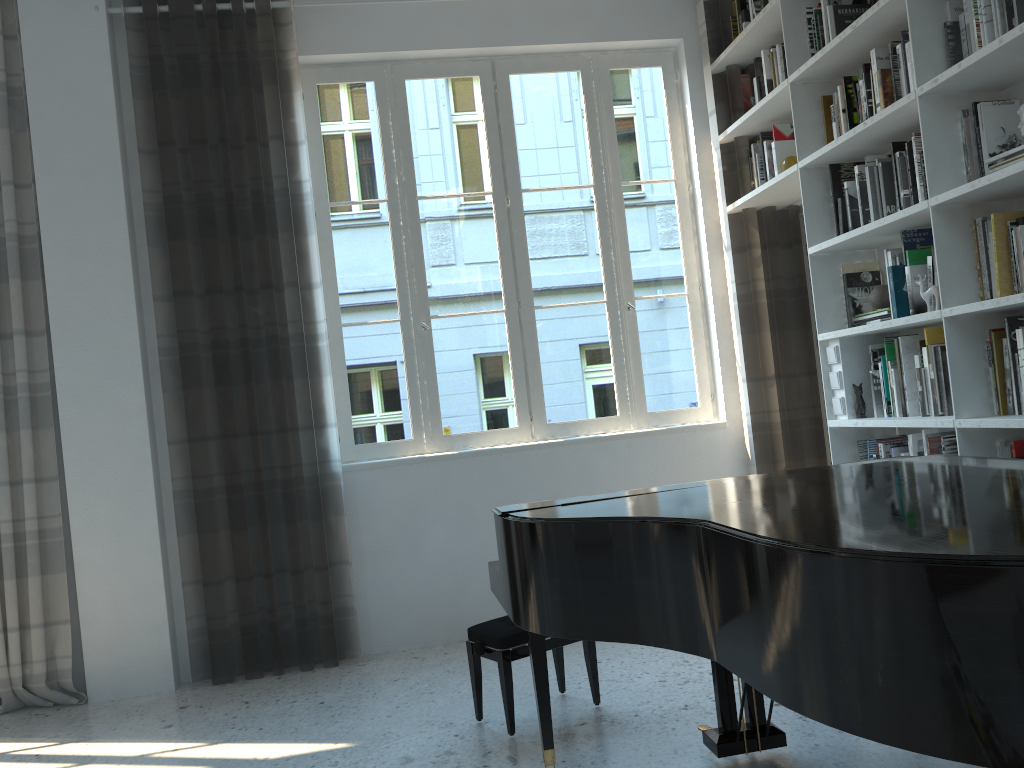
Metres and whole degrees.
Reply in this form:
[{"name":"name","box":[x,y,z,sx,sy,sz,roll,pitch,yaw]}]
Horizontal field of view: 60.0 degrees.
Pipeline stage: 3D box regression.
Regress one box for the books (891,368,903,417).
[{"name":"books","box":[1.566,0.025,3.436,0.183,0.189,0.016,-6,-1,-9]}]

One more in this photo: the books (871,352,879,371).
[{"name":"books","box":[1.548,-0.006,3.580,0.176,0.264,0.007,-6,-1,-9]}]

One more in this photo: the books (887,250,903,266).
[{"name":"books","box":[1.539,-0.383,3.426,0.150,0.273,0.024,-6,-1,-9]}]

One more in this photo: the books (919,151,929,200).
[{"name":"books","box":[1.549,-0.732,3.183,0.160,0.217,0.012,-6,-1,-9]}]

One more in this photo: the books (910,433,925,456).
[{"name":"books","box":[1.613,0.335,3.391,0.172,0.307,0.039,-6,-1,-9]}]

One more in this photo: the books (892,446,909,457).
[{"name":"books","box":[1.593,0.367,3.492,0.177,0.252,0.010,-6,-1,-9]}]

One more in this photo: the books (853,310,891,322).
[{"name":"books","box":[1.527,-0.282,3.597,0.159,0.012,0.285,-6,-2,-5]}]

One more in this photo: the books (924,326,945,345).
[{"name":"books","box":[1.602,-0.052,3.228,0.171,0.323,0.021,-6,-1,-9]}]

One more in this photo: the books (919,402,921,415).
[{"name":"books","box":[1.607,-0.002,3.355,0.138,0.230,0.045,-6,-1,-9]}]

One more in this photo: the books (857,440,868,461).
[{"name":"books","box":[1.554,0.366,3.726,0.189,0.277,0.011,-6,-1,-9]}]

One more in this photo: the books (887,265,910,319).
[{"name":"books","box":[1.530,-0.351,3.365,0.189,0.208,0.029,-6,-1,-9]}]

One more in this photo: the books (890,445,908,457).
[{"name":"books","box":[1.596,0.365,3.505,0.189,0.257,0.013,-6,-1,-9]}]

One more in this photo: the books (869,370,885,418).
[{"name":"books","box":[1.538,0.032,3.564,0.193,0.189,0.019,-6,-1,-9]}]

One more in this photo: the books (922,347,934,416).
[{"name":"books","box":[1.605,-0.017,3.249,0.176,0.254,0.026,-6,-1,-9]}]

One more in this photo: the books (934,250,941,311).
[{"name":"books","box":[1.580,-0.386,3.153,0.158,0.255,0.060,-6,-1,-9]}]

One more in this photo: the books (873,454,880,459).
[{"name":"books","box":[1.580,0.389,3.624,0.187,0.220,0.022,-6,-1,-9]}]

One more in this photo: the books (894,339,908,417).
[{"name":"books","box":[1.567,-0.032,3.394,0.180,0.300,0.019,-6,-1,-9]}]

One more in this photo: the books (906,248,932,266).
[{"name":"books","box":[1.555,-0.377,3.285,0.172,0.250,0.011,-6,-1,-9]}]

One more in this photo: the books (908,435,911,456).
[{"name":"books","box":[1.624,0.339,3.438,0.142,0.299,0.027,-6,-1,-9]}]

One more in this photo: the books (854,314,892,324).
[{"name":"books","box":[1.530,-0.270,3.597,0.161,0.012,0.254,-6,-2,-12]}]

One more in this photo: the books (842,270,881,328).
[{"name":"books","box":[1.493,-0.353,3.760,0.156,0.243,0.028,-6,-1,-9]}]

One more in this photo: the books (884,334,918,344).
[{"name":"books","box":[1.562,-0.035,3.519,0.145,0.315,0.006,-6,-1,-9]}]

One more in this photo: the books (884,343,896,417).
[{"name":"books","box":[1.555,-0.022,3.463,0.182,0.286,0.007,-6,-1,-9]}]

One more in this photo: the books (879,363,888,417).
[{"name":"books","box":[1.557,0.015,3.527,0.180,0.217,0.015,-6,-1,-9]}]

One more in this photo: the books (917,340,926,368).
[{"name":"books","box":[1.595,-0.029,3.297,0.150,0.282,0.014,-6,-1,-9]}]

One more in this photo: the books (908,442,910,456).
[{"name":"books","box":[1.630,0.352,3.459,0.146,0.273,0.013,-6,-1,-9]}]

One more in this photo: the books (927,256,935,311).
[{"name":"books","box":[1.586,-0.364,3.226,0.142,0.214,0.056,-6,-1,-9]}]

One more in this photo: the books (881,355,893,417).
[{"name":"books","box":[1.553,0.000,3.495,0.184,0.244,0.009,-6,-1,-9]}]

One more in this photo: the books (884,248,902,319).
[{"name":"books","box":[1.537,-0.388,3.444,0.159,0.285,0.012,-6,-1,-9]}]

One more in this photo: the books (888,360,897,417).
[{"name":"books","box":[1.567,0.011,3.452,0.190,0.219,0.015,-6,-1,-9]}]

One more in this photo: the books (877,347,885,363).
[{"name":"books","box":[1.556,-0.016,3.555,0.164,0.279,0.008,-6,-1,-9]}]

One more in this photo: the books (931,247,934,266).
[{"name":"books","box":[1.590,-0.379,3.192,0.141,0.242,0.013,-6,-1,-9]}]

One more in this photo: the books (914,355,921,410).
[{"name":"books","box":[1.596,-0.002,3.317,0.159,0.230,0.027,-6,-1,-9]}]

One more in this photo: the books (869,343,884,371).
[{"name":"books","box":[1.553,-0.021,3.614,0.171,0.294,0.014,-6,-1,-9]}]

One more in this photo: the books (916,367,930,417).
[{"name":"books","box":[1.594,0.021,3.274,0.190,0.181,0.029,-6,-1,-9]}]

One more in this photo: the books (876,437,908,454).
[{"name":"books","box":[1.592,0.362,3.668,0.150,0.273,0.010,-6,-1,-9]}]

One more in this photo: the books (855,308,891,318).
[{"name":"books","box":[1.532,-0.295,3.598,0.161,0.012,0.254,-6,-2,-8]}]

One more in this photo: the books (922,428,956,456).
[{"name":"books","box":[1.623,0.322,3.294,0.170,0.325,0.014,-6,-1,-9]}]

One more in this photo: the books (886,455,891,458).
[{"name":"books","box":[1.593,0.383,3.524,0.189,0.223,0.028,-6,-1,-9]}]

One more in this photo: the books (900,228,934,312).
[{"name":"books","box":[1.559,-0.419,3.351,0.153,0.336,0.011,-6,-1,-9]}]

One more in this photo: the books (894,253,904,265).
[{"name":"books","box":[1.552,-0.376,3.400,0.143,0.255,0.031,-6,-1,-9]}]

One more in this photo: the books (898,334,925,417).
[{"name":"books","box":[1.581,-0.037,3.381,0.189,0.306,0.012,-6,-1,-9]}]

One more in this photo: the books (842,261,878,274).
[{"name":"books","box":[1.498,-0.374,3.782,0.159,0.285,0.012,-6,-1,-9]}]

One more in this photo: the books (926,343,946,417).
[{"name":"books","box":[1.601,-0.021,3.202,0.181,0.260,0.028,-6,-1,-9]}]

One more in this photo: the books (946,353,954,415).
[{"name":"books","box":[1.630,-0.010,3.151,0.153,0.229,0.025,-6,-1,-9]}]

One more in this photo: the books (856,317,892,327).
[{"name":"books","box":[1.536,-0.258,3.597,0.161,0.012,0.254,-6,-2,-8]}]

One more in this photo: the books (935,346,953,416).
[{"name":"books","box":[1.610,-0.017,3.175,0.159,0.249,0.028,-6,-1,-9]}]

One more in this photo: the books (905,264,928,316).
[{"name":"books","box":[1.548,-0.347,3.263,0.189,0.190,0.029,-6,-1,-9]}]

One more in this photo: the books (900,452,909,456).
[{"name":"books","box":[1.610,0.377,3.476,0.157,0.229,0.028,-6,-1,-9]}]

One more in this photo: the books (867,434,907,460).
[{"name":"books","box":[1.567,0.360,3.696,0.172,0.283,0.052,-6,-1,-9]}]

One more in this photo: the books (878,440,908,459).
[{"name":"books","box":[1.587,0.364,3.600,0.171,0.266,0.029,-6,-1,-9]}]
